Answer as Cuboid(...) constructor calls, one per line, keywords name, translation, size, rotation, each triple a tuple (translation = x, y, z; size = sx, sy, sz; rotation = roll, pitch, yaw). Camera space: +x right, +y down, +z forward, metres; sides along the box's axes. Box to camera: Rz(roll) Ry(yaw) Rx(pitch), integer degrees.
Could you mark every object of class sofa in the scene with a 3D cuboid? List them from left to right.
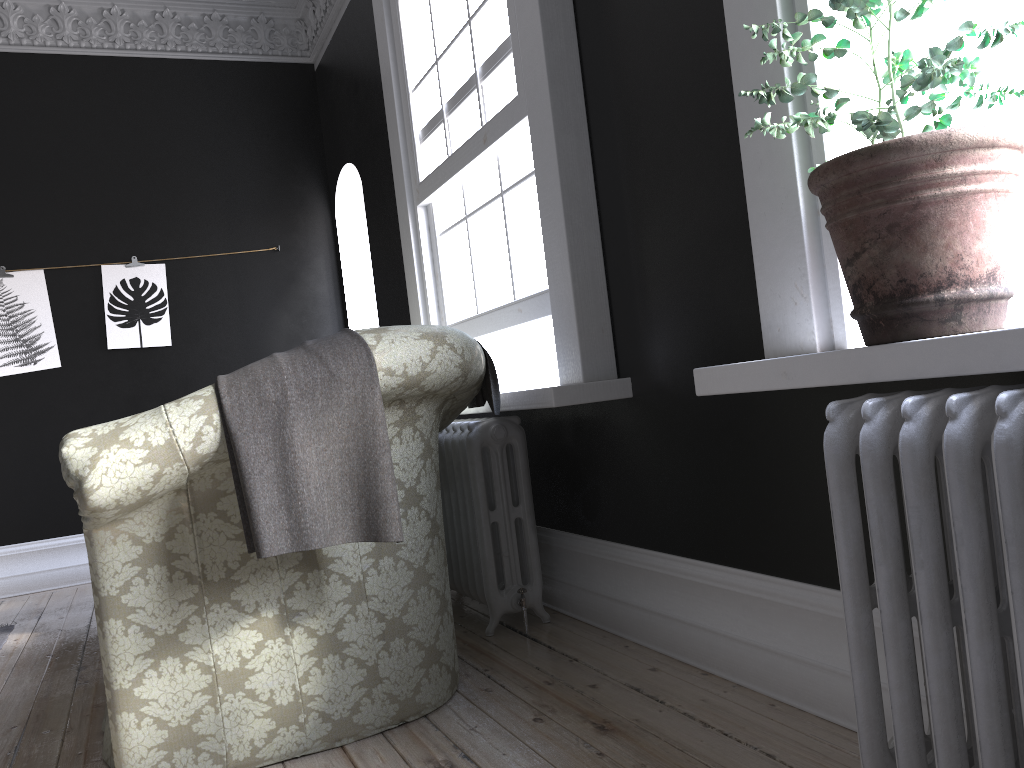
Cuboid(name="sofa", translation=(-0.816, 0.489, 3.571), size=(1.604, 1.161, 2.815), rotation=(-7, -1, -22))

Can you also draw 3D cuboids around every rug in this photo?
Cuboid(name="rug", translation=(-2.915, 1.269, 2.716), size=(2.104, 0.050, 3.648), rotation=(-7, -1, -23))

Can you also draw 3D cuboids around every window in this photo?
Cuboid(name="window", translation=(-0.186, -1.131, 3.857), size=(0.056, 1.672, 1.264), rotation=(-7, 0, -23))

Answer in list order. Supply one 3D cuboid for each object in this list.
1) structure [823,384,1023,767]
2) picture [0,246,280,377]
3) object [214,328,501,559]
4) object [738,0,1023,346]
Cuboid(name="structure", translation=(0.915, 0.410, 1.231), size=(0.276, 0.848, 1.142), rotation=(-7, 0, -23))
Cuboid(name="picture", translation=(-3.676, -0.385, 5.549), size=(4.453, 0.771, 0.058), rotation=(-7, 0, -23))
Cuboid(name="object", translation=(-0.379, 0.137, 2.725), size=(0.517, 0.585, 1.366), rotation=(-7, 0, 26))
Cuboid(name="object", translation=(0.673, -0.642, 1.650), size=(0.506, 1.134, 0.474), rotation=(-7, 0, 17))
